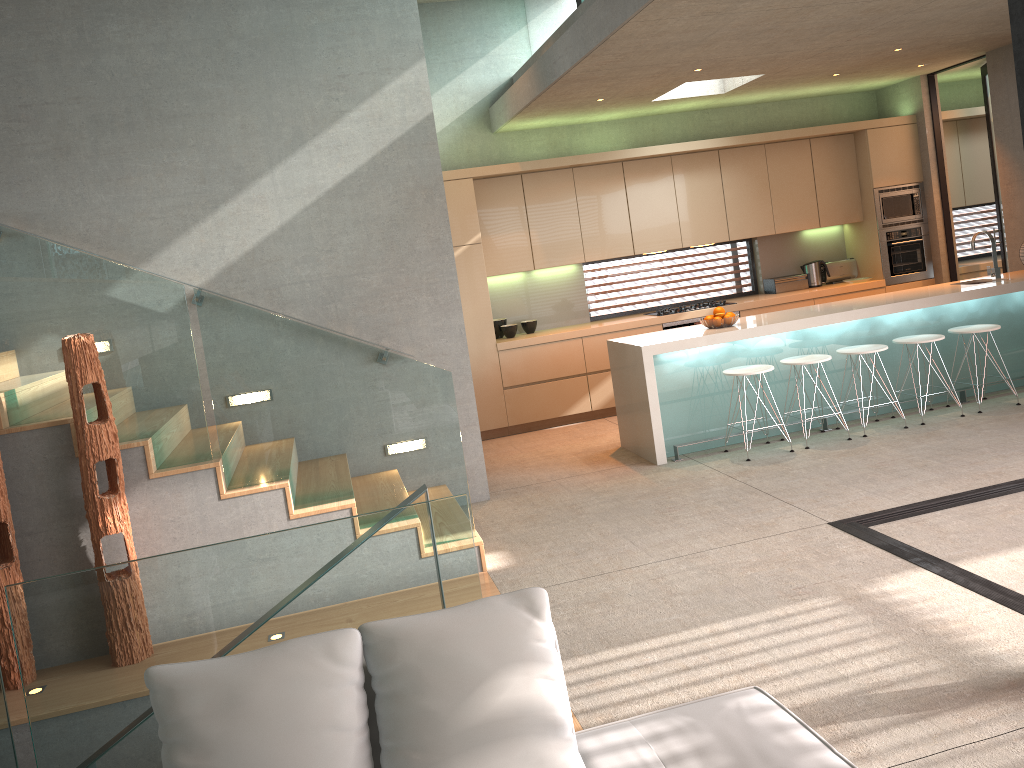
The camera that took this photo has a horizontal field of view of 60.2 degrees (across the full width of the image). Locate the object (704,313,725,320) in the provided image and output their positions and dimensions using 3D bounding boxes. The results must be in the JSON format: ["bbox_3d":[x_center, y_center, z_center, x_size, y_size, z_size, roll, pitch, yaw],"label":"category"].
[{"bbox_3d":[1.612,-0.506,7.044,0.173,0.099,0.097,-4,7,33],"label":"object"}]

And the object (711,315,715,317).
[{"bbox_3d":[1.617,-0.516,7.148,0.086,0.086,0.088,-4,7,38],"label":"object"}]

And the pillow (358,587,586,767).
[{"bbox_3d":[-0.089,0.789,2.123,0.493,0.481,0.267,-9,5,-12],"label":"pillow"}]

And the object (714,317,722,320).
[{"bbox_3d":[1.630,-0.494,6.993,0.081,0.081,0.081,-6,6,17],"label":"object"}]

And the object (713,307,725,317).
[{"bbox_3d":[1.665,-0.575,7.105,0.095,0.094,0.095,-7,6,8],"label":"object"}]

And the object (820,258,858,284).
[{"bbox_3d":[3.588,-1.238,9.714,0.390,0.246,0.151,-10,5,-12],"label":"object"}]

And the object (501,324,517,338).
[{"bbox_3d":[-0.021,-0.519,8.745,0.170,0.126,0.169,-11,7,-25],"label":"object"}]

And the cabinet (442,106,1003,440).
[{"bbox_3d":[2.902,-1.253,8.671,7.490,2.554,1.973,-10,5,-12],"label":"cabinet"}]

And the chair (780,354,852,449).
[{"bbox_3d":[2.244,0.117,6.647,0.383,0.620,0.383,-9,5,-12],"label":"chair"}]

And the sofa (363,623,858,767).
[{"bbox_3d":[0.057,1.041,1.912,1.600,0.729,1.017,-10,7,-12],"label":"sofa"}]

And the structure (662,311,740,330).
[{"bbox_3d":[1.924,-0.421,8.854,0.830,0.498,0.079,-10,4,-12],"label":"structure"}]

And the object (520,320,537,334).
[{"bbox_3d":[0.178,-0.574,8.925,0.170,0.126,0.169,-11,7,-25],"label":"object"}]

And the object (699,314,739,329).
[{"bbox_3d":[1.664,-0.498,7.076,0.316,0.081,0.317,-10,8,-12],"label":"object"}]

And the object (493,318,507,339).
[{"bbox_3d":[-0.153,-0.552,8.888,0.227,0.187,0.225,-12,8,-34],"label":"object"}]

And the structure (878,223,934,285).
[{"bbox_3d":[4.120,-1.392,9.531,0.598,0.577,0.499,-9,6,-12],"label":"structure"}]

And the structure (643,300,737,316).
[{"bbox_3d":[1.826,-0.763,9.078,0.841,0.090,0.466,-10,8,-12],"label":"structure"}]

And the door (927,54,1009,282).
[{"bbox_3d":[0.924,0.152,4.711,15.459,4.450,5.765,-15,9,-39],"label":"door"}]

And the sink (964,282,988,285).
[{"bbox_3d":[4.077,-0.801,7.712,0.375,0.134,0.376,-10,8,-12],"label":"sink"}]

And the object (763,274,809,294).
[{"bbox_3d":[2.966,-1.083,9.567,0.401,0.159,0.241,-10,7,-12],"label":"object"}]

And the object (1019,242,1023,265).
[{"bbox_3d":[4.647,-1.152,7.756,0.341,0.333,0.341,-10,6,-20],"label":"object"}]

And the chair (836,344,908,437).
[{"bbox_3d":[2.707,0.036,6.748,0.383,0.620,0.383,-9,5,-12],"label":"chair"}]

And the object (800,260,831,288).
[{"bbox_3d":[3.291,-1.198,9.600,0.278,0.284,0.178,-9,5,-7],"label":"object"}]

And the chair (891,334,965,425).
[{"bbox_3d":[3.187,-0.049,6.855,0.383,0.620,0.383,-9,5,-12],"label":"chair"}]

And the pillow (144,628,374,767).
[{"bbox_3d":[-0.556,0.860,2.023,0.493,0.495,0.239,-9,4,-12],"label":"pillow"}]

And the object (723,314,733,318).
[{"bbox_3d":[1.712,-0.511,7.001,0.087,0.086,0.087,-10,6,-21],"label":"object"}]

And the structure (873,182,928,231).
[{"bbox_3d":[4.044,-1.894,9.519,0.598,0.435,0.462,-10,6,-12],"label":"structure"}]

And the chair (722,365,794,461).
[{"bbox_3d":[1.788,0.197,6.547,0.383,0.620,0.383,-9,5,-12],"label":"chair"}]

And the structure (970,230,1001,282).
[{"bbox_3d":[4.037,-1.094,7.582,0.097,0.439,0.259,-9,5,-12],"label":"structure"}]

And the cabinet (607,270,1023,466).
[{"bbox_3d":[2.921,-0.226,7.385,4.132,0.895,0.804,-10,6,-12],"label":"cabinet"}]

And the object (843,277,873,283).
[{"bbox_3d":[3.694,-1.105,9.433,0.313,0.034,0.309,-16,11,-43],"label":"object"}]

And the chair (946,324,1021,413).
[{"bbox_3d":[3.674,-0.134,6.963,0.383,0.620,0.383,-9,5,-12],"label":"chair"}]

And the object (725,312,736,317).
[{"bbox_3d":[1.747,-0.530,7.085,0.095,0.094,0.094,-11,6,-23],"label":"object"}]
